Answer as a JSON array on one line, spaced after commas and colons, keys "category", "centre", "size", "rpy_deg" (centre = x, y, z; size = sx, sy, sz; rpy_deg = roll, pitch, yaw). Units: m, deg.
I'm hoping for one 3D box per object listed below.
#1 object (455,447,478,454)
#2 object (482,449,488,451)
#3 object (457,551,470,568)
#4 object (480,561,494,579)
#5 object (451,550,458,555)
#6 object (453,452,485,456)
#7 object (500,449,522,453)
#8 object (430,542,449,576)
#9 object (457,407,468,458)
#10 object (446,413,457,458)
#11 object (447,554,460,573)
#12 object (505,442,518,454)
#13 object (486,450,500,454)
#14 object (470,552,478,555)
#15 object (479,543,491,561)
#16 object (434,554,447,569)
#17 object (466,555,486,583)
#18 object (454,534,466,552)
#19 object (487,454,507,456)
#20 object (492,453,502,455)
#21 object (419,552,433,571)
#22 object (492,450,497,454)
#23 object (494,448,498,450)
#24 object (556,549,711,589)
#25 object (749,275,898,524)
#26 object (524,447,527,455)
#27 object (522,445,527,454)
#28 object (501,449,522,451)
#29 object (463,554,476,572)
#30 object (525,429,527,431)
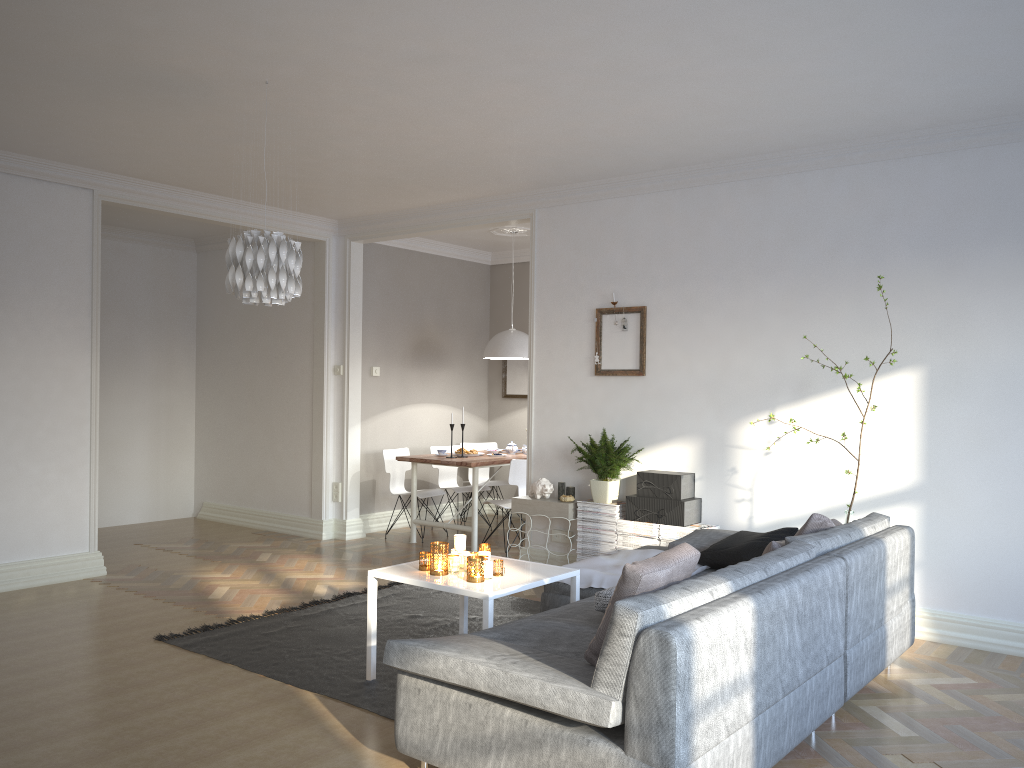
[{"category": "object", "centre": [-0.411, 0.598, 7.880], "size": [0.197, 0.063, 0.188], "rpy_deg": [1, 0, 8]}, {"category": "object", "centre": [-0.208, 0.602, 7.994], "size": [0.130, 0.027, 0.028], "rpy_deg": [1, 0, -10]}, {"category": "object", "centre": [-0.227, 0.823, 4.154], "size": [0.060, 0.073, 0.060], "rpy_deg": [1, 0, 18]}, {"category": "object", "centre": [-0.112, 0.824, 3.925], "size": [0.060, 0.073, 0.060], "rpy_deg": [1, 0, 0]}, {"category": "object", "centre": [-0.262, 0.823, 4.211], "size": [0.060, 0.073, 0.060], "rpy_deg": [1, 0, 18]}, {"category": "object", "centre": [-0.387, 0.624, 7.876], "size": [0.287, 0.019, 0.287], "rpy_deg": [1, 0, 25]}, {"category": "object", "centre": [-0.002, 0.633, 8.344], "size": [0.287, 0.019, 0.287], "rpy_deg": [1, 0, 10]}, {"category": "object", "centre": [-0.330, 0.787, 4.001], "size": [0.090, 0.140, 0.087], "rpy_deg": [1, 0, 8]}, {"category": "object", "centre": [-0.424, 0.408, 7.632], "size": [0.095, 0.449, 0.095], "rpy_deg": [1, 1, 33]}, {"category": "object", "centre": [-0.513, 0.432, 7.569], "size": [0.095, 0.396, 0.095], "rpy_deg": [1, 1, 33]}, {"category": "object", "centre": [-0.268, 0.822, 4.057], "size": [0.060, 0.073, 0.060], "rpy_deg": [1, 0, 27]}, {"category": "object", "centre": [-0.001, 0.582, 8.098], "size": [0.143, 0.119, 0.124], "rpy_deg": [1, 0, 42]}, {"category": "object", "centre": [-0.170, 0.619, 8.024], "size": [0.129, 0.038, 0.129], "rpy_deg": [1, 0, 38]}, {"category": "object", "centre": [-0.177, 0.832, 4.216], "size": [0.052, 0.058, 0.050], "rpy_deg": [1, 0, 7]}, {"category": "object", "centre": [-0.133, 0.823, 4.327], "size": [0.060, 0.079, 0.060], "rpy_deg": [1, 0, 32]}, {"category": "object", "centre": [-0.330, 0.821, 4.074], "size": [0.060, 0.073, 0.060], "rpy_deg": [1, 0, 27]}, {"category": "object", "centre": [-0.158, 0.807, 3.867], "size": [0.080, 0.104, 0.080], "rpy_deg": [1, 0, 28]}, {"category": "object", "centre": [-0.245, 0.750, 4.183], "size": [0.060, 0.073, 0.060], "rpy_deg": [1, 0, -36]}, {"category": "object", "centre": [-0.135, 0.630, 7.847], "size": [0.180, 0.014, 0.180], "rpy_deg": [1, 0, 3]}, {"category": "object", "centre": [-0.136, 0.626, 7.835], "size": [0.100, 0.025, 0.066], "rpy_deg": [1, 0, 15]}, {"category": "object", "centre": [-0.399, 0.817, 4.087], "size": [0.060, 0.079, 0.060], "rpy_deg": [1, 0, 28]}, {"category": "object", "centre": [-0.172, 0.617, 8.025], "size": [0.085, 0.039, 0.082], "rpy_deg": [1, 0, 3]}, {"category": "object", "centre": [-0.146, 0.601, 8.192], "size": [0.020, 0.003, 0.194], "rpy_deg": [1, 0, 5]}, {"category": "object", "centre": [0.626, 1.128, 4.606], "size": [0.725, 0.437, 0.812], "rpy_deg": [1, 0, 36]}, {"category": "object", "centre": [1.687, 0.243, 4.820], "size": [0.776, 1.674, 0.340], "rpy_deg": [1, 1, -3]}, {"category": "object", "centre": [0.149, 0.600, 8.073], "size": [0.090, 0.086, 0.090], "rpy_deg": [1, 0, -7]}, {"category": "object", "centre": [0.126, 0.600, 8.170], "size": [0.072, 0.086, 0.086], "rpy_deg": [1, 0, 3]}, {"category": "object", "centre": [-0.002, 0.628, 8.349], "size": [0.201, 0.022, 0.194], "rpy_deg": [1, 0, -32]}, {"category": "object", "centre": [-0.196, 0.823, 4.082], "size": [0.060, 0.073, 0.060], "rpy_deg": [1, 0, -6]}, {"category": "object", "centre": [0.287, 0.536, 8.953], "size": [0.310, 0.228, 0.172], "rpy_deg": [1, 0, -9]}]
